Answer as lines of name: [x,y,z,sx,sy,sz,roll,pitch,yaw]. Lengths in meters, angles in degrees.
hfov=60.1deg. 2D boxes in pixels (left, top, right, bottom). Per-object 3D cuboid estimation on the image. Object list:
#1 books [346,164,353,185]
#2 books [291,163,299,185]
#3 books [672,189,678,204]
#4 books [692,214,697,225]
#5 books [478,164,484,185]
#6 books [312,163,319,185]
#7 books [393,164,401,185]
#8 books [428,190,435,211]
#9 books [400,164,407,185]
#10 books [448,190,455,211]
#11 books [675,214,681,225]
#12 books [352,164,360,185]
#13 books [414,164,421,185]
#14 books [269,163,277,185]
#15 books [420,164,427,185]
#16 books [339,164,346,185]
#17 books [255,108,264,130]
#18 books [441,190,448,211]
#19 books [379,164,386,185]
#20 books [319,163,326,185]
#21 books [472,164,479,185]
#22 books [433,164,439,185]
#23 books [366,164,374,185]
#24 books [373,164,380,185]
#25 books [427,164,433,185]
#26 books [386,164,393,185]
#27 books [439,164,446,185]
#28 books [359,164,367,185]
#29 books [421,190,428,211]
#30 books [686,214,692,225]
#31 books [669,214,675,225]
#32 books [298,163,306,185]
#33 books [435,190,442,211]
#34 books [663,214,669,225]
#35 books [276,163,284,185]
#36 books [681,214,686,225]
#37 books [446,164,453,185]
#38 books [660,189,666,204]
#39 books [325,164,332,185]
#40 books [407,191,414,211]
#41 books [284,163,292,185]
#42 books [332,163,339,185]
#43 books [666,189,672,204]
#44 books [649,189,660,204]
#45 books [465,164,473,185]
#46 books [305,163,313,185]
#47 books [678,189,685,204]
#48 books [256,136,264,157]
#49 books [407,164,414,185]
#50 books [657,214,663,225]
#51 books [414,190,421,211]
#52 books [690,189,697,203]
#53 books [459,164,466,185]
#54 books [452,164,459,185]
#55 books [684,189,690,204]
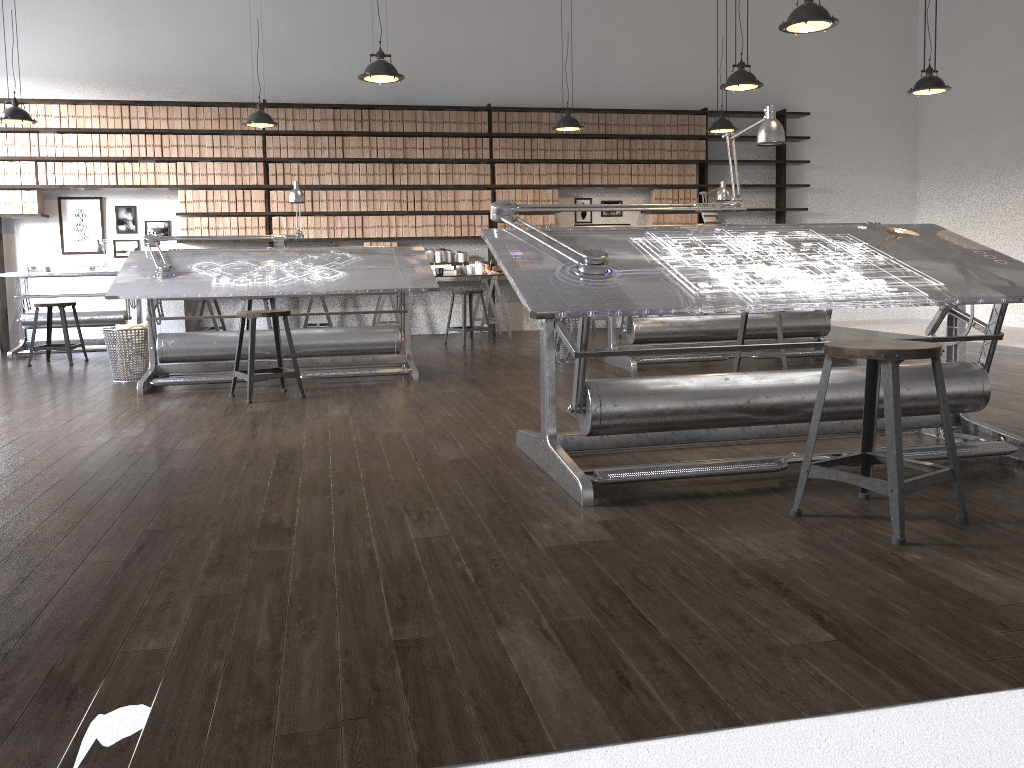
books: [-1.704,-2.184,9.271,0.067,0.224,0.175,-2,6,-12]
books: [-2.242,-2.157,9.152,0.067,0.224,0.175,-2,6,-12]
books: [1.818,-2.086,10.038,0.067,0.224,0.175,-2,6,-12]
books: [2.050,-1.824,10.107,0.067,0.224,0.175,-2,6,-12]
books: [-0.348,-2.249,9.555,0.067,0.224,0.175,-2,6,-12]
books: [-2.037,-2.166,9.193,0.067,0.225,0.175,-2,6,-12]
books: [-1.223,-2.207,9.372,0.067,0.224,0.175,-2,6,-12]
books: [-0.868,-1.949,9.465,0.067,0.224,0.175,-2,6,-12]
books: [-1.152,-2.210,9.382,0.067,0.224,0.175,-2,6,-12]
books: [-0.663,-1.958,9.506,0.067,0.225,0.175,-2,6,-12]
books: [1.856,-1.814,10.061,0.067,0.224,0.175,-2,6,-12]
books: [-1.635,-2.187,9.281,0.067,0.224,0.175,-2,6,-12]
books: [-1.014,-2.217,9.416,0.067,0.224,0.175,-2,6,-12]
books: [-2.458,-2.147,9.111,0.067,0.224,0.175,-2,6,-12]
books: [-0.947,-2.220,9.424,0.067,0.225,0.175,-2,6,-12]
books: [-1.772,-2.180,9.254,0.067,0.224,0.175,-2,6,-12]
books: [-2.574,-2.689,9.035,0.067,0.224,0.175,-2,6,-12]
books: [-0.730,-1.956,9.498,0.067,0.224,0.175,-2,6,-12]
books: [-1.368,-2.200,9.341,0.067,0.224,0.175,-2,6,-12]
books: [-1.973,-2.170,9.212,0.067,0.224,0.175,-2,6,-12]
books: [-0.409,-2.246,9.538,0.067,0.225,0.175,-2,6,-12]
books: [-0.821,-2.226,9.454,0.067,0.224,0.175,-2,6,-12]
books: [-1.493,-2.193,9.308,0.067,0.225,0.175,-2,6,-12]
books: [-1.432,-2.197,9.325,0.067,0.224,0.175,-2,6,-12]
books: [-0.883,-2.223,9.442,0.067,0.224,0.175,-2,6,-12]
books: [-1.295,-2.203,9.351,0.067,0.225,0.175,-2,6,-12]
books: [-0.750,-2.229,9.467,0.067,0.225,0.175,-2,6,-12]
books: [-1.564,-2.190,9.293,0.067,0.224,0.175,-2,6,-12]
books: [-0.938,-1.946,9.455,0.067,0.224,0.175,-2,6,-12]
books: [1.982,-1.821,10.092,0.067,0.224,0.175,-2,6,-12]
books: [1.785,-1.811,10.049,0.067,0.224,0.175,-2,6,-12]
books: [-2.174,-2.161,9.170,0.067,0.224,0.175,-2,6,-12]
books: [-0.799,-1.952,9.483,0.067,0.224,0.175,-2,6,-12]
books: [1.716,-1.808,10.039,0.067,0.224,0.175,-2,6,-12]
books: [-2.385,-2.150,9.120,0.067,0.225,0.175,-2,6,-12]
books: [1.921,-1.817,10.075,0.067,0.225,0.175,-2,6,-12]
books: [-0.682,-2.233,9.485,0.067,0.224,0.175,-2,6,-12]
books: [1.679,-2.079,10.008,0.067,0.224,0.175,-2,6,-12]
books: [-1.911,-2.173,9.223,0.067,0.224,0.175,-2,6,-12]
books: [-1.084,-1.939,9.424,0.067,0.224,0.175,-2,6,-12]
books: [-2.313,-2.154,9.141,0.067,0.224,0.175,-2,6,-12]
books: [-1.840,-2.176,9.236,0.067,0.225,0.175,-2,6,-12]
books: [1.750,-2.082,10.019,0.067,0.224,0.175,-2,6,-12]
books: [1.610,-2.076,9.993,0.067,0.224,0.175,-2,6,-12]
books: [-0.474,-2.243,9.524,0.067,0.224,0.175,-2,6,-12]
books: [-2.104,-2.164,9.185,0.067,0.224,0.175,-2,6,-12]
books: [1.893,-2.089,10.048,0.067,0.225,0.175,-2,6,-12]
books: [-2.576,-2.414,9.058,0.067,0.225,0.175,-2,6,-12]
books: [-1.084,-2.214,9.401,0.067,0.224,0.175,-2,6,-12]
books: [1.648,-1.805,10.022,0.067,0.224,0.175,-2,6,-12]
books: [-1.010,-1.941,9.434,0.067,0.225,0.175,-2,6,-12]
books: [2.039,-2.097,10.082,0.067,0.224,0.175,-2,6,-12]
books: [-0.545,-2.240,9.512,0.067,0.224,0.175,-2,6,-12]
books: [-0.614,-2.237,9.502,0.067,0.224,0.175,-2,6,-12]
books: [1.964,-2.093,10.069,0.067,0.224,0.175,-2,6,-12]
